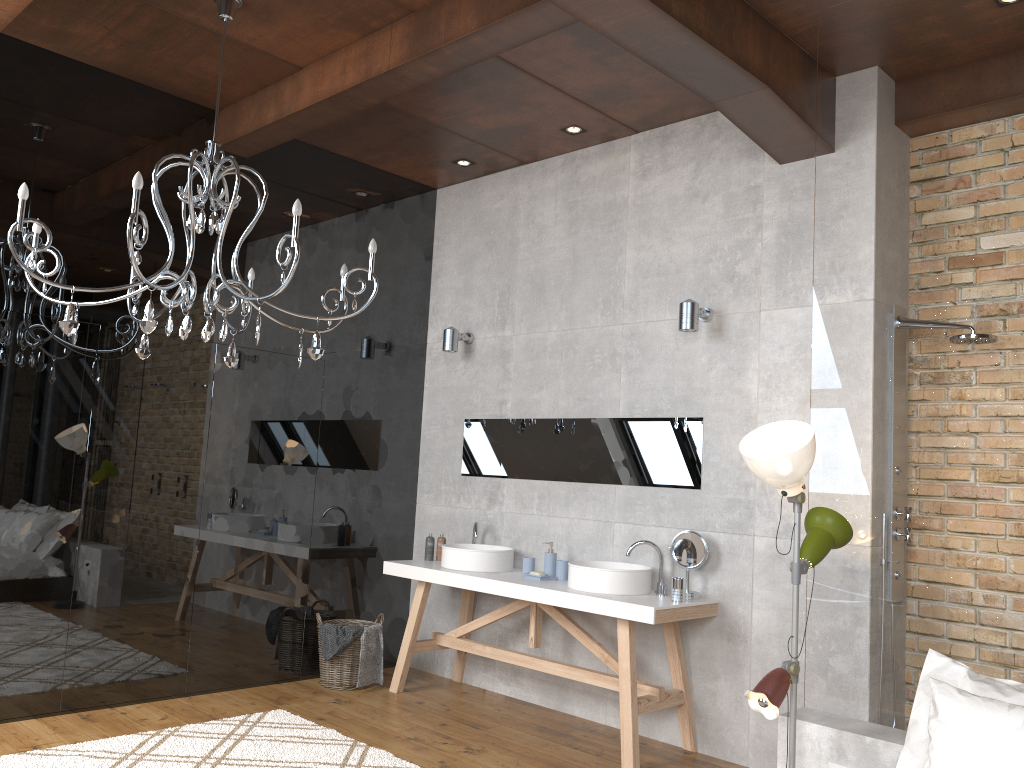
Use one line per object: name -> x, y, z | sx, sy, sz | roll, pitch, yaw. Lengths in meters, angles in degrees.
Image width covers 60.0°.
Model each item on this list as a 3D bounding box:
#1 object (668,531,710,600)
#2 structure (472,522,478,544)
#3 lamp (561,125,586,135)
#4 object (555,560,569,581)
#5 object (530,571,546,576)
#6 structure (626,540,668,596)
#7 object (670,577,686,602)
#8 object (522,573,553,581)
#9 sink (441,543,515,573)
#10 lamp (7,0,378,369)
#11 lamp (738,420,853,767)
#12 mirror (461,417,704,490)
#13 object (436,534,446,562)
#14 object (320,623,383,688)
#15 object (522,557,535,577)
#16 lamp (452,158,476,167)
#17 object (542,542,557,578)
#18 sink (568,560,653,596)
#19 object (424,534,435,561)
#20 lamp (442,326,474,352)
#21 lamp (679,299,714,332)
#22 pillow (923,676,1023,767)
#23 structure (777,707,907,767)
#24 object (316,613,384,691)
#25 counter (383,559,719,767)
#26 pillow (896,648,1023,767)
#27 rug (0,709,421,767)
object -> 0.895, 0.915, 4.501 | 0.192, 0.338, 0.118 | 3, -6, 1
structure -> -0.249, 0.999, 5.580 | 0.141, 0.268, 0.242 | 8, -8, -40
lamp -> 0.364, -1.499, 5.193 | 0.115, 0.027, 0.113 | -3, -8, 44
object -> 0.282, 1.048, 4.988 | 0.075, 0.108, 0.075 | 6, -7, -25
object -> 0.143, 1.061, 4.944 | 0.067, 0.035, 0.084 | 9, -8, -43
structure -> 0.729, 0.955, 4.633 | 0.242, 0.268, 0.141 | -2, -8, 39
object -> 0.813, 1.007, 4.339 | 0.073, 0.111, 0.073 | -1, -7, 36
object -> 0.142, 1.075, 4.943 | 0.100, 0.031, 0.147 | 9, -8, -44
sink -> -0.208, 1.047, 5.350 | 0.445, 0.128, 0.442 | 0, -7, 26
lamp -> -1.313, -0.921, 3.873 | 1.409, 1.594, 1.409 | 6, -6, -23
lamp -> 0.994, 0.924, 3.162 | 0.270, 1.582, 0.561 | -2, -8, 41
mirror -> 0.336, 0.392, 5.276 | 1.838, 0.377, 0.007 | -3, -8, 44
object -> -0.452, 1.046, 5.671 | 0.058, 0.172, 0.058 | 0, -7, 30
object -> -1.014, 1.636, 5.414 | 0.357, 0.361, 0.378 | 8, -8, -40
object -> 0.095, 1.045, 5.062 | 0.075, 0.108, 0.075 | 4, -6, -10
lamp -> -0.318, -1.468, 5.852 | 0.115, 0.027, 0.113 | -3, -8, 44
object -> 0.220, 1.006, 5.072 | 0.076, 0.201, 0.076 | -1, -8, 37
sink -> 0.512, 1.015, 4.653 | 0.442, 0.128, 0.445 | 2, -6, 8
object -> -0.523, 1.039, 5.644 | 0.058, 0.172, 0.058 | 1, -6, 23
lamp -> -0.355, -0.291, 5.916 | 0.101, 0.168, 0.243 | -3, -8, 44
lamp -> 0.965, -0.351, 4.639 | 0.101, 0.168, 0.243 | -3, -8, 44
pillow -> 1.494, 1.092, 2.439 | 0.744, 0.397, 0.276 | -3, -8, 44
structure -> 2.068, 1.451, 2.389 | 2.820, 0.494, 0.206 | -3, -8, 44
object -> -1.012, 1.632, 5.463 | 0.393, 0.432, 0.393 | -1, -7, 36
counter -> 0.127, 1.474, 4.955 | 2.011, 0.765, 0.630 | -3, -8, 44
pillow -> 1.902, 1.104, 2.274 | 1.746, 0.517, 0.358 | -2, -8, 43
rug -> -0.718, 1.607, 3.083 | 3.139, 0.019, 1.726 | -3, -8, 44
